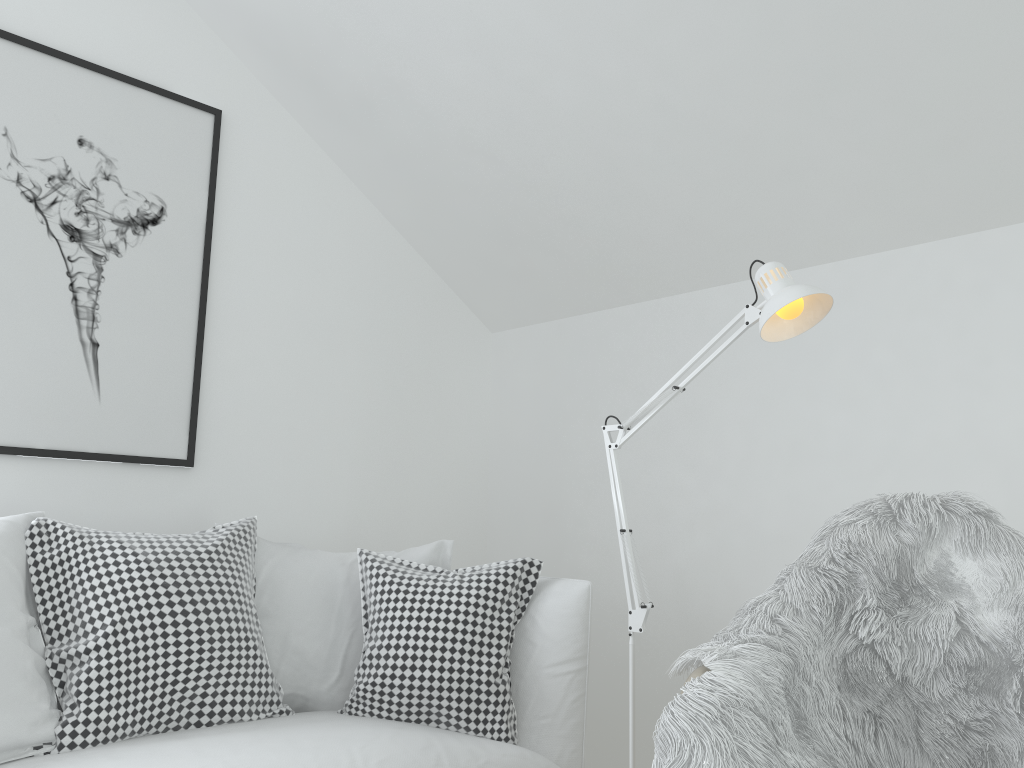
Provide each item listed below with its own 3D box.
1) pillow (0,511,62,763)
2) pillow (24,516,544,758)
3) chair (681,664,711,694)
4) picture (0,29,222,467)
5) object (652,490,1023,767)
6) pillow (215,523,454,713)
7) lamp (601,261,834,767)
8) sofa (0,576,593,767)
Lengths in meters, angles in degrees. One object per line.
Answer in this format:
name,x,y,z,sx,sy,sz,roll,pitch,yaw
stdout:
pillow,-1.133,0.475,1.610,0.599,0.505,0.391,10,-13,-44
pillow,-1.038,0.462,1.508,2.488,0.513,0.676,10,-13,-42
chair,0.643,0.642,1.306,0.719,0.941,0.776,-2,-10,20
picture,-1.144,-0.341,2.335,0.720,1.072,0.015,10,-13,-44
object,0.640,0.536,1.318,0.784,0.789,0.954,-3,-11,26
pillow,-0.460,0.609,2.242,0.623,0.498,0.333,3,-10,-11
lamp,0.344,0.469,1.619,0.196,1.373,0.527,9,-12,-39
sofa,-1.016,0.717,1.436,2.647,0.768,0.917,10,-13,-44
